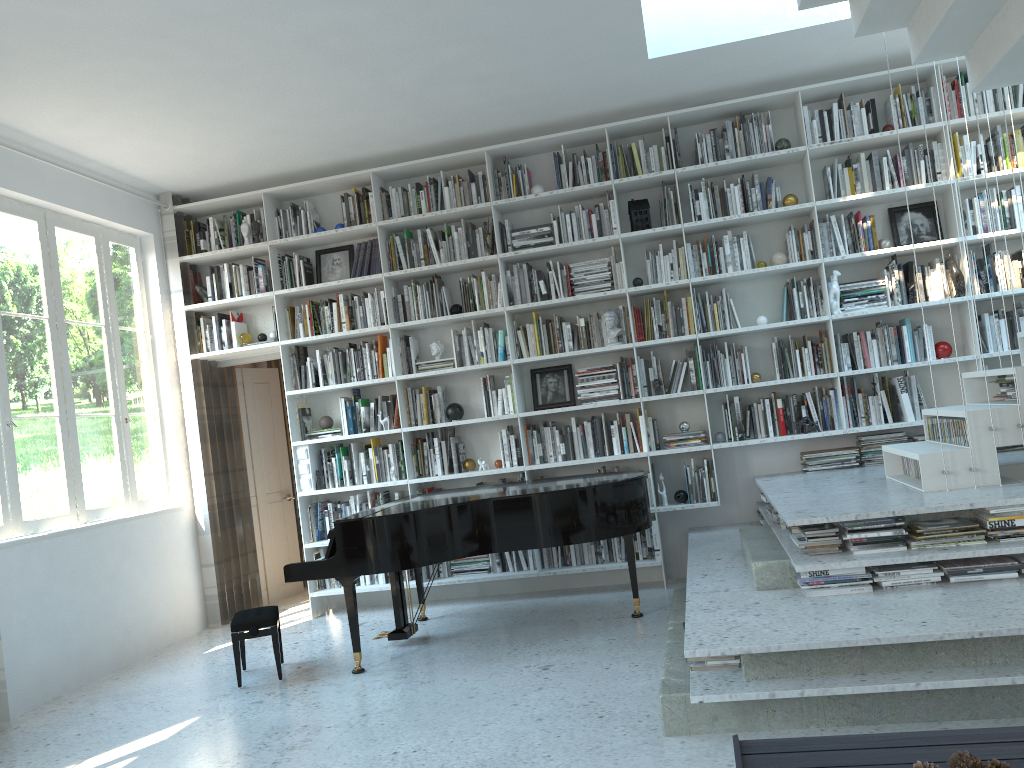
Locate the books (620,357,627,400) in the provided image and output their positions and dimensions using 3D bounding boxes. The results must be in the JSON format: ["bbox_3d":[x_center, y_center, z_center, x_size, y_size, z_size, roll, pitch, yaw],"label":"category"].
[{"bbox_3d":[0.777,-0.038,6.147,0.011,0.299,0.130,-8,-2,11],"label":"books"}]

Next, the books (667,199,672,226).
[{"bbox_3d":[1.081,-1.149,6.070,0.013,0.210,0.140,-8,-2,11],"label":"books"}]

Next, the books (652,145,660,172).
[{"bbox_3d":[0.994,-1.508,6.073,0.031,0.213,0.169,-8,-2,11],"label":"books"}]

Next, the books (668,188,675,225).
[{"bbox_3d":[1.098,-1.190,6.085,0.013,0.288,0.131,-8,-2,11],"label":"books"}]

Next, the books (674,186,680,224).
[{"bbox_3d":[1.132,-1.196,6.070,0.005,0.292,0.130,-8,-2,11],"label":"books"}]

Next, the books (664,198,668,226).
[{"bbox_3d":[1.059,-1.149,6.077,0.024,0.217,0.169,-8,-2,11],"label":"books"}]

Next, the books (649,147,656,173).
[{"bbox_3d":[0.969,-1.499,6.082,0.024,0.201,0.180,-8,-2,11],"label":"books"}]

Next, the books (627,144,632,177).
[{"bbox_3d":[0.818,-1.508,6.126,0.008,0.262,0.142,-8,-2,11],"label":"books"}]

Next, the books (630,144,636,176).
[{"bbox_3d":[0.843,-1.512,6.139,0.007,0.264,0.133,-8,-2,11],"label":"books"}]

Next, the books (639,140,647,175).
[{"bbox_3d":[0.910,-1.526,6.114,0.030,0.274,0.151,-8,-2,11],"label":"books"}]

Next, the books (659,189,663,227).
[{"bbox_3d":[1.021,-1.173,6.056,0.021,0.272,0.190,-8,-2,11],"label":"books"}]

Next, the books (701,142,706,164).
[{"bbox_3d":[1.303,-1.534,6.026,0.009,0.183,0.160,-8,-2,11],"label":"books"}]

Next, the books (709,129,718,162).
[{"bbox_3d":[1.368,-1.579,6.014,0.030,0.255,0.161,-8,-2,11],"label":"books"}]

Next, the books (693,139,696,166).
[{"bbox_3d":[1.242,-1.537,6.024,0.046,0.206,0.183,-8,-2,11],"label":"books"}]

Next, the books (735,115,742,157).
[{"bbox_3d":[1.528,-1.629,5.976,0.006,0.312,0.179,-8,-2,11],"label":"books"}]

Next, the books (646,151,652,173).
[{"bbox_3d":[0.947,-1.485,6.085,0.022,0.180,0.173,-8,-2,11],"label":"books"}]

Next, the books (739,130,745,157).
[{"bbox_3d":[1.544,-1.576,5.956,0.018,0.201,0.188,-8,-2,11],"label":"books"}]

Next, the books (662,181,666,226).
[{"bbox_3d":[1.046,-1.209,6.080,0.025,0.339,0.143,-8,-2,11],"label":"books"}]

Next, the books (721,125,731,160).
[{"bbox_3d":[1.442,-1.591,5.977,0.028,0.258,0.185,-8,-2,11],"label":"books"}]

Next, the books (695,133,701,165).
[{"bbox_3d":[1.267,-1.560,6.025,0.009,0.244,0.173,-8,-2,11],"label":"books"}]

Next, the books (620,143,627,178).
[{"bbox_3d":[0.777,-1.511,6.136,0.007,0.279,0.150,-8,-2,11],"label":"books"}]

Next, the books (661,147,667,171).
[{"bbox_3d":[1.048,-1.505,6.075,0.022,0.194,0.182,-8,-2,11],"label":"books"}]

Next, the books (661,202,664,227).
[{"bbox_3d":[1.039,-1.137,6.092,0.022,0.199,0.143,-8,-2,11],"label":"books"}]

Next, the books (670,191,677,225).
[{"bbox_3d":[1.105,-1.172,6.041,0.013,0.248,0.186,-8,-2,11],"label":"books"}]

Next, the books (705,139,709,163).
[{"bbox_3d":[1.326,-1.548,6.037,0.009,0.205,0.146,-8,-2,11],"label":"books"}]

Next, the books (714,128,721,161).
[{"bbox_3d":[1.393,-1.583,6.011,0.021,0.256,0.169,-8,-2,11],"label":"books"}]

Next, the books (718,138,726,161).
[{"bbox_3d":[1.426,-1.553,6.022,0.031,0.190,0.132,-8,-2,11],"label":"books"}]

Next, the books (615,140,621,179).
[{"bbox_3d":[0.740,-1.516,6.136,0.007,0.298,0.181,-8,-2,11],"label":"books"}]

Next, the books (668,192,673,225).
[{"bbox_3d":[1.085,-1.172,6.059,0.005,0.255,0.158,-8,-2,11],"label":"books"}]

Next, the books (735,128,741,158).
[{"bbox_3d":[1.520,-1.588,5.972,0.018,0.231,0.160,-8,-2,11],"label":"books"}]

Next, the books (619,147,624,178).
[{"bbox_3d":[0.762,-1.490,6.113,0.007,0.239,0.191,-8,-2,11],"label":"books"}]

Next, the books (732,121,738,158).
[{"bbox_3d":[1.509,-1.612,5.994,0.007,0.285,0.159,-8,-2,11],"label":"books"}]

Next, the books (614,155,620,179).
[{"bbox_3d":[0.738,-1.468,6.154,0.016,0.204,0.143,-8,-2,11],"label":"books"}]

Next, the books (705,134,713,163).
[{"bbox_3d":[1.341,-1.560,6.020,0.028,0.226,0.163,-8,-2,11],"label":"books"}]

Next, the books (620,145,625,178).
[{"bbox_3d":[0.770,-1.501,6.126,0.006,0.259,0.166,-8,-2,11],"label":"books"}]

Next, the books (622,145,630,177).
[{"bbox_3d":[0.796,-1.505,6.123,0.034,0.261,0.157,-8,-2,11],"label":"books"}]

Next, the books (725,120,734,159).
[{"bbox_3d":[1.470,-1.611,5.995,0.024,0.292,0.167,-8,-2,11],"label":"books"}]

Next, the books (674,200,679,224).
[{"bbox_3d":[1.131,-1.150,6.082,0.015,0.200,0.130,-8,-2,11],"label":"books"}]

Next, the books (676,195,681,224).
[{"bbox_3d":[1.137,-1.159,6.034,0.008,0.213,0.223,-8,-2,11],"label":"books"}]

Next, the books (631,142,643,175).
[{"bbox_3d":[0.867,-1.512,6.102,0.054,0.254,0.191,-8,-2,11],"label":"books"}]

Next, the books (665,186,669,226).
[{"bbox_3d":[1.060,-1.186,6.055,0.021,0.288,0.179,-8,-2,11],"label":"books"}]

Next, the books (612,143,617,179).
[{"bbox_3d":[0.718,-1.503,6.136,0.008,0.278,0.170,-8,-2,11],"label":"books"}]

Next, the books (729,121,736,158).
[{"bbox_3d":[1.492,-1.615,6.002,0.017,0.295,0.139,-8,-2,11],"label":"books"}]

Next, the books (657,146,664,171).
[{"bbox_3d":[1.026,-1.506,6.087,0.025,0.203,0.162,-8,-2,11],"label":"books"}]

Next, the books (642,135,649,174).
[{"bbox_3d":[0.925,-1.541,6.093,0.010,0.297,0.167,-8,-2,11],"label":"books"}]

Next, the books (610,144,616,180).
[{"bbox_3d":[0.711,-1.505,6.156,0.012,0.285,0.159,-8,-2,11],"label":"books"}]

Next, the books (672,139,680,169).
[{"bbox_3d":[1.122,-1.533,6.053,0.033,0.229,0.175,-8,-2,11],"label":"books"}]

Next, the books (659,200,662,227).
[{"bbox_3d":[1.024,-1.142,6.088,0.019,0.213,0.156,-8,-2,11],"label":"books"}]

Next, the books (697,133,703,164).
[{"bbox_3d":[1.278,-1.561,6.032,0.011,0.244,0.172,-8,-2,11],"label":"books"}]

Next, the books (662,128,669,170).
[{"bbox_3d":[1.060,-1.574,6.091,0.012,0.329,0.128,-8,-2,11],"label":"books"}]

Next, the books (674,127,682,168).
[{"bbox_3d":[1.136,-1.573,6.042,0.019,0.304,0.176,-8,-2,11],"label":"books"}]

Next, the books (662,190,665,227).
[{"bbox_3d":[1.039,-1.174,6.066,0.022,0.272,0.181,-8,-2,11],"label":"books"}]

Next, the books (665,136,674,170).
[{"bbox_3d":[1.078,-1.539,6.053,0.029,0.253,0.186,-8,-2,11],"label":"books"}]

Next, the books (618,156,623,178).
[{"bbox_3d":[0.759,-1.465,6.139,0.015,0.192,0.160,-8,-2,11],"label":"books"}]

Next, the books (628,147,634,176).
[{"bbox_3d":[0.827,-1.496,6.106,0.015,0.233,0.171,-8,-2,11],"label":"books"}]

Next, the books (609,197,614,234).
[{"bbox_3d":[0.702,-1.140,6.163,0.010,0.299,0.133,-8,-2,11],"label":"books"}]

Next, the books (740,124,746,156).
[{"bbox_3d":[1.556,-1.602,5.969,0.008,0.251,0.170,-8,-2,11],"label":"books"}]

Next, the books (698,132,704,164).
[{"bbox_3d":[1.291,-1.568,6.039,0.012,0.255,0.133,-8,-2,11],"label":"books"}]

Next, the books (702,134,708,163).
[{"bbox_3d":[1.309,-1.558,6.012,0.013,0.229,0.174,-8,-2,11],"label":"books"}]
